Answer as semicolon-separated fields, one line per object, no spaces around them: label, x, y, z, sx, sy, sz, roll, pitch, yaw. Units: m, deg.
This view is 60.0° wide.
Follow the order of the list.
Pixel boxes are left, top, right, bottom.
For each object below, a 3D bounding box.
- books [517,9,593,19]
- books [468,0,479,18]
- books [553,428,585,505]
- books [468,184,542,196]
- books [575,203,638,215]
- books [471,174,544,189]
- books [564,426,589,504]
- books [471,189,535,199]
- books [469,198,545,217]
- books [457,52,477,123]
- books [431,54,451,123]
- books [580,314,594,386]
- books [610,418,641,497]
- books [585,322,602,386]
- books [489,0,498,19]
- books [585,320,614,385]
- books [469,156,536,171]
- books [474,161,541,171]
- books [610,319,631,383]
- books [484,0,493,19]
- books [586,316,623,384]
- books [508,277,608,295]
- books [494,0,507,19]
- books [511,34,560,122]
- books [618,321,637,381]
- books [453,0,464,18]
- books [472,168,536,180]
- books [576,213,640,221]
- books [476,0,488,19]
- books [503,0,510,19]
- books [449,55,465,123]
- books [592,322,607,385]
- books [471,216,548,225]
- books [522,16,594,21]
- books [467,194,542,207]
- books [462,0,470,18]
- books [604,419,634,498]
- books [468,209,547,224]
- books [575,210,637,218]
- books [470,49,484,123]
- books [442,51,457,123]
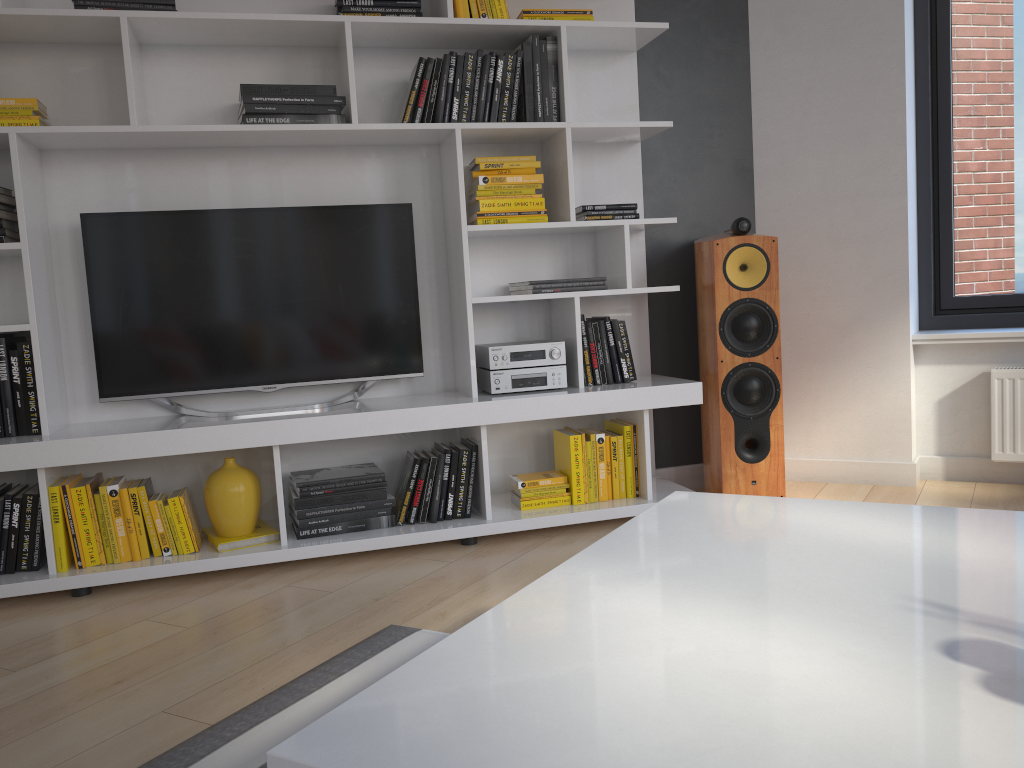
books;0.143;-1.329;3.253;0.257;0.024;0.203;-5;6;-12
books;-0.167;-1.373;3.141;0.054;0.224;0.164;-5;6;-16
books;0.211;0.305;3.310;0.044;0.255;0.198;-5;6;-15
books;-0.029;-0.719;3.288;0.239;0.019;0.171;-5;6;-15
books;0.345;-0.657;3.343;0.213;0.023;0.161;-5;6;-11
books;-0.020;-0.745;3.286;0.239;0.033;0.176;-5;6;-12
books;0.240;0.300;3.319;0.015;0.263;0.199;-5;6;-15
books;-0.035;-0.697;3.270;0.217;0.023;0.145;-4;6;-11
books;-0.022;-0.653;3.283;0.243;0.042;0.189;-5;6;-15
books;-0.180;-1.036;3.183;0.084;0.249;0.191;-5;6;-15
books;-0.257;-1.022;3.138;0.069;0.242;0.172;-5;6;-14
books;0.247;-0.131;3.367;0.053;0.268;0.202;-5;6;-15
books;0.431;0.277;3.382;0.025;0.270;0.213;-5;6;-15
books;0.279;-0.117;3.373;0.053;0.240;0.189;-5;6;-14
books;-0.087;-1.344;3.123;0.046;0.161;0.108;-5;6;-16
books;0.328;-0.123;3.371;0.050;0.242;0.169;-5;6;-15
books;-0.038;-0.820;3.298;0.223;0.023;0.163;-4;6;-11
books;-0.021;-0.796;3.280;0.223;0.023;0.163;-4;6;-11
books;0.383;-0.128;3.389;0.066;0.242;0.177;-5;6;-15
books;-0.108;-1.352;3.129;0.044;0.178;0.128;-5;6;-15
books;0.352;-0.131;3.388;0.066;0.255;0.193;-5;6;-15
books;0.168;-0.368;3.347;0.310;0.047;0.250;-5;6;-19
books;-0.069;-1.359;3.142;0.064;0.184;0.141;-5;6;-14
books;0.075;-1.091;3.275;0.128;0.321;0.259;-5;6;-15
books;0.408;-0.129;3.428;0.077;0.233;0.179;-5;6;-15
books;-0.211;-1.369;3.101;0.041;0.229;0.161;-5;6;-16
books;-0.028;-0.773;3.284;0.227;0.022;0.160;-3;5;1
books;0.350;-0.618;3.329;0.213;0.023;0.161;-5;6;-11
books;-0.130;-1.352;3.130;0.054;0.180;0.132;-5;6;-15
books;-0.049;-1.362;3.156;0.044;0.184;0.142;-5;6;-14
books;-0.215;-1.028;3.170;0.068;0.243;0.179;-5;6;-16
books;0.304;-0.118;3.373;0.049;0.236;0.170;-5;6;-14
books;-0.013;-0.593;3.277;0.257;0.028;0.194;-4;6;-10
books;0.150;-1.304;3.248;0.257;0.028;0.194;-4;6;-10
books;-0.030;-0.682;3.293;0.251;0.014;0.189;-5;6;-12
books;-0.194;-1.370;3.125;0.041;0.224;0.163;-5;6;-16
books;0.407;0.280;3.366;0.029;0.270;0.204;-5;6;-15
books;-0.020;-0.619;3.282;0.257;0.024;0.203;-5;6;-12
books;0.347;-0.637;3.330;0.198;0.015;0.142;-5;6;-16
books;-0.148;-1.044;3.192;0.066;0.260;0.197;-5;6;-15
books;-0.243;-1.033;3.168;0.075;0.254;0.192;-5;6;-16
